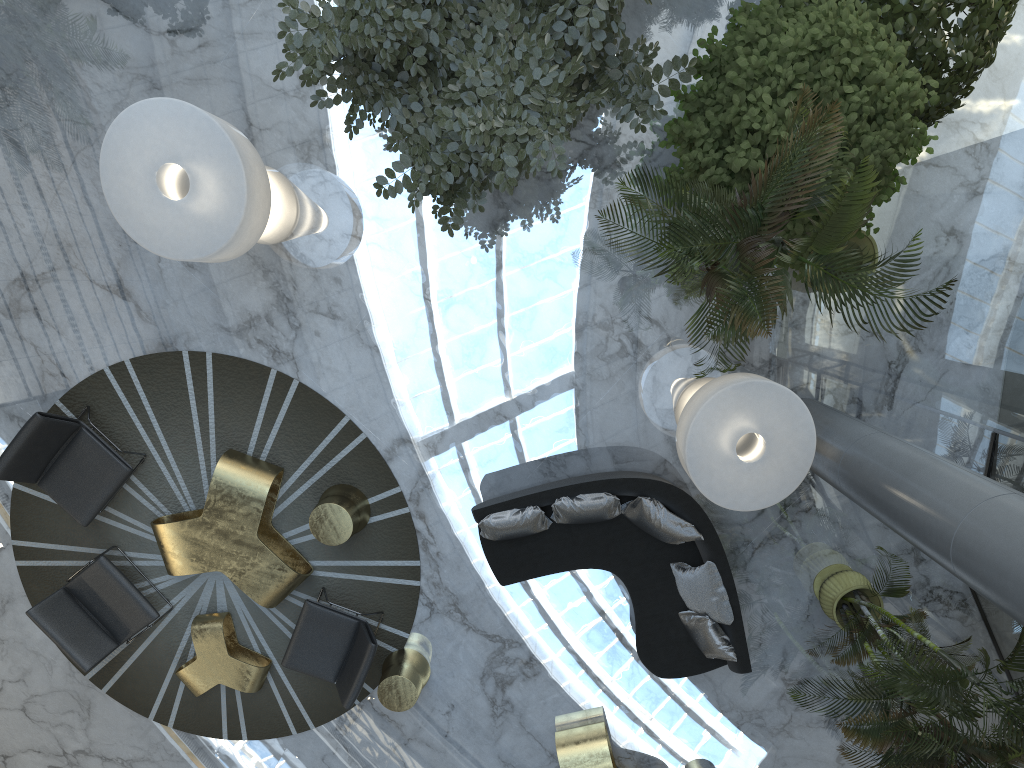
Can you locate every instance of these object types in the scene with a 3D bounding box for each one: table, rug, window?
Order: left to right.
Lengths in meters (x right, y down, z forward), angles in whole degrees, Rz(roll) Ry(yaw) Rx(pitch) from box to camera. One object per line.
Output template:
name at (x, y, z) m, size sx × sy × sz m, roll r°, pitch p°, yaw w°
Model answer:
table at (-0.192, 0.181, 0.556) m, size 0.055 × 0.018 × 0.067 m, roll -33°, pitch 106°, yaw 11°
rug at (-0.186, 0.113, 0.542) m, size 0.265 × 0.001 × 0.272 m, roll -40°, pitch 105°, yaw 13°
table at (-0.166, 0.086, 0.517) m, size 0.100 × 0.026 × 0.093 m, roll 19°, pitch 108°, yaw -6°
table at (-0.104, 0.079, 0.512) m, size 0.032 × 0.033 × 0.035 m, roll -22°, pitch 102°, yaw 7°
table at (-0.071, 0.193, 0.555) m, size 0.032 × 0.033 × 0.035 m, roll -14°, pitch 103°, yaw 5°
table at (0.057, 0.279, 0.588) m, size 0.106 × 0.028 × 0.100 m, roll -14°, pitch 108°, yaw 5°
window at (0.389, -0.090, 0.191) m, size 0.305 × 0.529 × 1.217 m, roll -8°, pitch 108°, yaw 4°

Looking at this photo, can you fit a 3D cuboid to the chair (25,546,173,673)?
chair at (-0.251, 0.138, 0.527) m, size 0.054 × 0.045 × 0.056 m, roll -34°, pitch 102°, yaw 9°

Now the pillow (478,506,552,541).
pillow at (0.000, 0.080, 0.492) m, size 0.044 × 0.027 × 0.023 m, roll -11°, pitch 102°, yaw 4°

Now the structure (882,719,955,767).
structure at (0.255, 0.267, 0.438) m, size 0.179 × 0.310 × 0.196 m, roll -28°, pitch 99°, yaw 7°

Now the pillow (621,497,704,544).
pillow at (0.085, 0.080, 0.491) m, size 0.047 × 0.028 × 0.022 m, roll 33°, pitch 101°, yaw -9°

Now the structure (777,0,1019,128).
structure at (0.169, -0.172, 0.383) m, size 0.107 × 0.107 × 0.122 m, roll -41°, pitch 100°, yaw 10°

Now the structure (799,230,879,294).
structure at (0.172, -0.065, 0.456) m, size 0.032 × 0.042 × 0.035 m, roll -5°, pitch 102°, yaw 3°

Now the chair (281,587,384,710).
chair at (-0.112, 0.165, 0.537) m, size 0.054 × 0.045 × 0.056 m, roll 24°, pitch 104°, yaw -5°

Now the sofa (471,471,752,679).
sofa at (0.061, 0.122, 0.522) m, size 0.139 × 0.047 × 0.158 m, roll -15°, pitch 108°, yaw 5°

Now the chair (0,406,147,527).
chair at (-0.253, 0.048, 0.494) m, size 0.056 × 0.045 × 0.054 m, roll 44°, pitch 101°, yaw -10°

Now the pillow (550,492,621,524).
pillow at (0.043, 0.070, 0.489) m, size 0.044 × 0.027 × 0.023 m, roll -6°, pitch 102°, yaw 3°

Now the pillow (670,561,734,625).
pillow at (0.114, 0.125, 0.508) m, size 0.026 × 0.030 × 0.049 m, roll -26°, pitch 104°, yaw 7°

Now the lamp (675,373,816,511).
lamp at (0.113, 0.023, 0.452) m, size 0.063 × 0.111 × 0.063 m, roll 41°, pitch 99°, yaw -5°

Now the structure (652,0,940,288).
structure at (0.122, -0.108, 0.388) m, size 0.117 × 0.142 × 0.120 m, roll 32°, pitch 101°, yaw -5°

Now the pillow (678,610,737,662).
pillow at (0.119, 0.152, 0.519) m, size 0.020 × 0.025 × 0.044 m, roll -34°, pitch 104°, yaw 8°

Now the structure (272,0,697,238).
structure at (-0.019, -0.164, 0.361) m, size 0.162 × 0.155 × 0.184 m, roll -22°, pitch 103°, yaw 7°

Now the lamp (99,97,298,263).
lamp at (-0.138, -0.090, 0.411) m, size 0.061 × 0.111 × 0.066 m, roll 8°, pitch 100°, yaw 1°

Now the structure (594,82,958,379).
structure at (0.091, -0.053, 0.362) m, size 0.103 × 0.231 × 0.095 m, roll -24°, pitch 97°, yaw 6°

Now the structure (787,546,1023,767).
structure at (0.195, 0.143, 0.425) m, size 0.120 × 0.249 × 0.159 m, roll -24°, pitch 99°, yaw 6°
